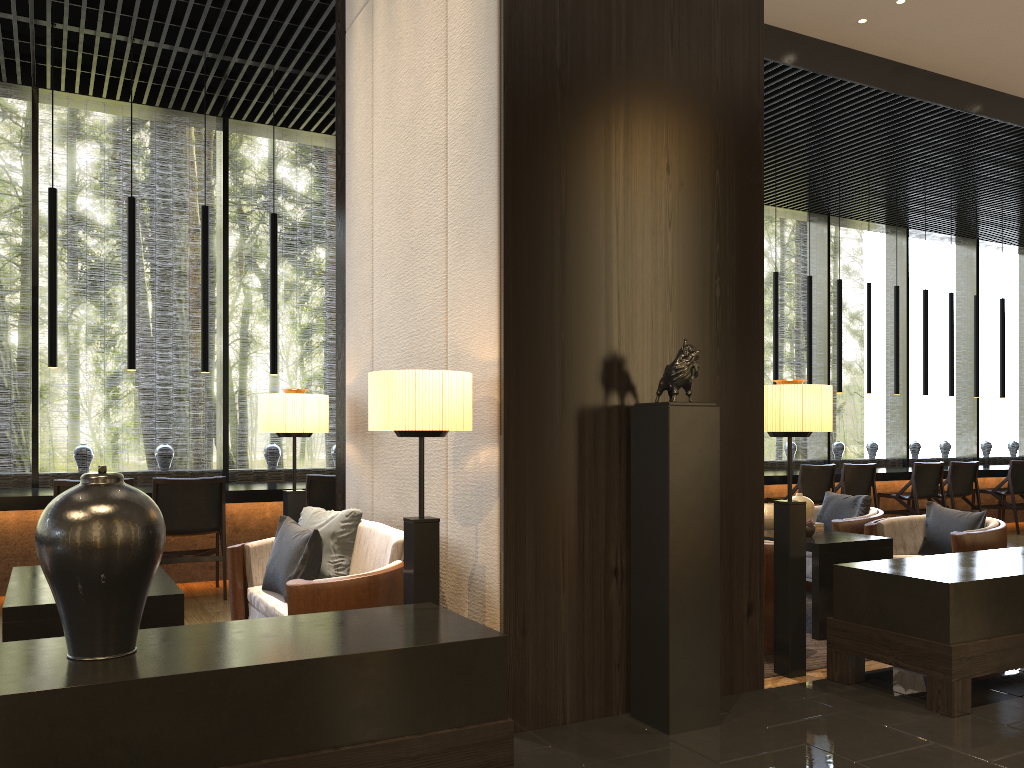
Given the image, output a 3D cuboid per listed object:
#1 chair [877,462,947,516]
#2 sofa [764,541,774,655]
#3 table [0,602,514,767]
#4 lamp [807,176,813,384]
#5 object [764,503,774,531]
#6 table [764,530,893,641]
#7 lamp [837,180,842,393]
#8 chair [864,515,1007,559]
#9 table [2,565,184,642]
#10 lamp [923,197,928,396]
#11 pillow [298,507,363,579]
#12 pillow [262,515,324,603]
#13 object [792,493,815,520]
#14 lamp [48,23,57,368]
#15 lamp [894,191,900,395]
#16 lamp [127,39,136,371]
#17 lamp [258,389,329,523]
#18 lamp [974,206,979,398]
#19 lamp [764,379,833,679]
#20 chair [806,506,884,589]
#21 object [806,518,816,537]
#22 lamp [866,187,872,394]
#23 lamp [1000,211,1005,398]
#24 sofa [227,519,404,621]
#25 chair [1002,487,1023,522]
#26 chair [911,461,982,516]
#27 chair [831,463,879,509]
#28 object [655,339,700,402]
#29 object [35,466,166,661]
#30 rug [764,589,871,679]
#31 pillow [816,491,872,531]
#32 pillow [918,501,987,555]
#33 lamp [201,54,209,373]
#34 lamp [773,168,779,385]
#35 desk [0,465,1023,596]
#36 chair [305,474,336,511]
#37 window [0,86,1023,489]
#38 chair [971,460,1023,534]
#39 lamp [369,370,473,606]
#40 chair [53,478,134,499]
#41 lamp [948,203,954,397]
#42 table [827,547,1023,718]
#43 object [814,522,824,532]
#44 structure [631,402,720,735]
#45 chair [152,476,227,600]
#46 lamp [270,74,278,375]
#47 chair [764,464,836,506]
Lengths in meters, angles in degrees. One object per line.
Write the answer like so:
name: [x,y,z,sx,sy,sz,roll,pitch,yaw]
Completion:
chair: [4.309,1.245,9.504,0.526,0.827,0.563,1,-1,-28]
sofa: [0.907,1.037,4.924,0.603,0.693,1.451,1,-3,-28]
table: [-1.006,0.964,2.338,1.960,0.513,0.621,2,-3,-28]
lamp: [3.244,-1.122,9.647,0.060,2.420,0.060,0,0,-23]
object: [1.552,0.809,5.368,0.245,0.168,0.245,1,-3,-25]
table: [1.645,1.144,5.301,0.575,0.517,1.043,1,-3,-28]
lamp: [3.646,-1.109,9.858,0.060,2.420,0.060,0,0,-33]
chair: [2.610,1.108,5.374,0.606,0.604,0.804,1,-2,-28]
table: [-1.689,1.040,3.549,0.575,0.517,1.043,1,-3,-28]
lamp: [4.915,-1.070,10.525,0.060,2.420,0.060,0,0,-33]
pillow: [-0.925,0.801,4.319,0.433,0.399,0.201,-2,-2,41]
pillow: [-1.015,0.812,4.157,0.219,0.361,0.472,1,-2,-31]
object: [1.694,0.763,5.221,0.171,0.236,0.171,0,-1,7]
lamp: [-3.238,-1.323,6.240,0.060,2.420,0.060,0,0,-33]
lamp: [4.474,-1.083,10.294,0.060,2.420,0.060,0,0,-33]
lamp: [-2.784,-1.309,6.479,0.060,2.420,0.060,0,0,-33]
lamp: [-1.197,0.705,4.862,0.375,1.350,0.375,0,0,-38]
lamp: [5.755,-1.043,10.967,0.060,2.420,0.060,0,0,-33]
lamp: [1.270,0.657,4.055,0.375,1.347,0.375,0,0,23]
chair: [2.212,1.154,6.132,0.606,0.604,0.804,1,-2,-28]
object: [1.685,0.814,5.045,0.091,0.112,0.091,-1,-2,25]
lamp: [4.064,-1.096,10.078,0.060,2.420,0.060,0,0,-33]
lamp: [6.205,-1.029,11.204,0.060,2.420,0.060,0,0,-33]
sofa: [-0.857,0.981,3.977,0.603,0.693,1.451,1,-3,-28]
chair: [6.247,1.306,10.522,0.526,0.827,0.563,1,-1,-28]
chair: [4.818,1.261,9.771,0.526,0.827,0.563,1,-1,-28]
chair: [3.389,1.217,9.020,0.526,0.827,0.563,1,-1,-28]
object: [0.626,-0.046,3.354,0.115,0.246,0.176,0,-1,-28]
object: [-1.077,0.461,2.327,0.311,0.492,0.311,-1,-1,44]
rug: [1.623,1.404,5.347,2.241,0.008,1.960,2,-4,-28]
pillow: [2.317,0.940,6.186,0.222,0.362,0.399,0,-2,-27]
pillow: [2.718,0.899,5.427,0.205,0.338,0.442,0,-2,-21]
lamp: [-2.329,-1.295,6.718,0.060,2.420,0.060,0,0,-33]
lamp: [2.807,-1.135,9.418,0.060,2.420,0.060,0,0,-33]
desk: [-4.918,1.014,5.074,28.730,0.759,1.782,2,-3,-28]
chair: [-1.338,1.069,6.536,0.526,0.827,0.563,1,-1,-28]
window: [-3.382,-0.963,1.048,31.881,4.225,12.069,2,-4,-28]
chair: [5.738,1.290,10.255,0.526,0.827,0.563,1,-1,-28]
lamp: [-0.331,0.622,3.213,0.375,1.319,0.375,0,0,16]
chair: [-2.744,1.026,5.797,0.526,0.827,0.563,1,-1,-28]
lamp: [5.331,-1.057,10.744,0.060,2.420,0.060,0,0,-33]
table: [2.417,1.071,4.137,1.960,0.513,0.621,2,-3,-28]
object: [1.778,0.863,5.360,0.138,0.051,0.174,2,-4,-32]
structure: [0.620,0.682,3.372,0.240,1.217,0.240,0,0,-28]
chair: [-2.235,1.041,6.064,0.526,0.827,0.563,1,-1,-28]
lamp: [-1.872,-1.281,6.958,0.060,2.420,0.060,0,0,-33]
chair: [2.880,1.201,8.753,0.526,0.827,0.563,1,-1,-28]
